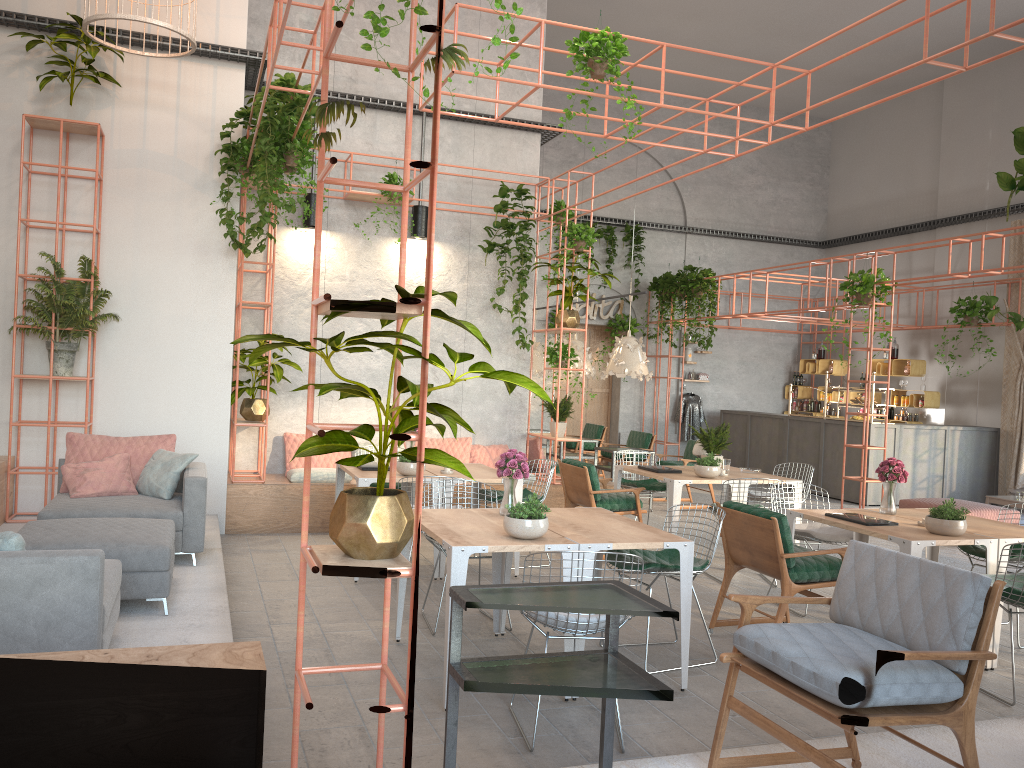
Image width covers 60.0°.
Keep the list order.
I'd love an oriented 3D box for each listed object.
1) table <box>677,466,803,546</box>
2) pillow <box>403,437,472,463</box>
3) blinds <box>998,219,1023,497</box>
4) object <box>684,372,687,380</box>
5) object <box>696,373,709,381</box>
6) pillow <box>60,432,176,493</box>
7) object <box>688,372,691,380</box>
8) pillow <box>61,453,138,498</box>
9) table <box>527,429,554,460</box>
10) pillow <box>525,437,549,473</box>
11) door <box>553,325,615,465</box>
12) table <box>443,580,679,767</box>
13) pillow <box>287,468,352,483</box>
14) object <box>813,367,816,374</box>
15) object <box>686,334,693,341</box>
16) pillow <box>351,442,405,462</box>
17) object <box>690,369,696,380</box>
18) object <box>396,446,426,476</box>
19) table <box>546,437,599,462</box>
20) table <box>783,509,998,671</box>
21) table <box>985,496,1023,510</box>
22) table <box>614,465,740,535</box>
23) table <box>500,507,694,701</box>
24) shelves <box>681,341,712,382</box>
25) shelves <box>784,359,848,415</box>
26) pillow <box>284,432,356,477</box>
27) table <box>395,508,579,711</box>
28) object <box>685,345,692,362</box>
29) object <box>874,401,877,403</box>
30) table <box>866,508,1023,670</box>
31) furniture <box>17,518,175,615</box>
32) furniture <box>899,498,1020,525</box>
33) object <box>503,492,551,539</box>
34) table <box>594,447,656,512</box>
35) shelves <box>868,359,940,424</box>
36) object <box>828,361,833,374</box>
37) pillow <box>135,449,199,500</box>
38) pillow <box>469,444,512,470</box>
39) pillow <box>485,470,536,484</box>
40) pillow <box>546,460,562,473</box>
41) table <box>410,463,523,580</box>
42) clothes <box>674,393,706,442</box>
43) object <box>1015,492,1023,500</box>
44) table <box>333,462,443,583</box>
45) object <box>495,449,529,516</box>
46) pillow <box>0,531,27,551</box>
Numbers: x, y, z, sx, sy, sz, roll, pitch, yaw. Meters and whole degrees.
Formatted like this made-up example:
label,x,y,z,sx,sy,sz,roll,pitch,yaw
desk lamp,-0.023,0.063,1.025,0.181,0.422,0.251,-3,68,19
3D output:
label,x,y,z,sx,sy,sz,roll,pitch,yaw
table,2.209,1.301,8.854,0.694,0.830,1.214,3,1,-20
pillow,-0.891,0.836,10.233,0.839,0.474,0.276,3,1,1
blinds,8.499,-0.326,11.585,0.414,4.389,4.957,3,1,-18
object,3.386,-0.170,17.263,0.055,0.164,0.092,3,1,-1
object,3.734,-0.142,17.374,0.219,0.149,0.129,3,1,-20
pillow,-3.168,0.639,7.164,0.836,0.476,0.273,3,1,-19
object,3.454,-0.160,17.265,0.063,0.151,0.063,2,1,-33
pillow,-3.194,0.706,6.872,0.479,0.317,0.441,2,1,-38
table,0.314,1.184,15.154,0.635,0.798,0.602,3,1,-20
pillow,0.192,0.879,11.288,0.276,0.474,0.839,2,1,-29
door,1.210,0.213,17.351,1.360,2.729,0.551,3,1,-20
table,0.161,1.093,2.791,0.635,0.798,0.602,3,1,-20
pillow,-2.049,0.976,9.424,0.637,0.149,0.491,3,1,-19
object,5.923,-0.267,17.254,0.123,0.142,0.141,3,1,-20
object,3.444,-0.908,17.239,0.133,0.145,0.133,3,1,32
pillow,-1.501,0.857,10.041,0.666,0.385,0.289,2,1,-24
object,3.533,-0.183,17.301,0.081,0.204,0.081,3,1,-19
object,-0.835,0.634,7.331,0.248,0.247,0.254,3,1,-20
table,0.898,1.228,13.500,0.635,0.798,0.602,3,1,-20
table,2.498,1.354,6.000,0.694,0.830,1.205,3,1,-20
table,6.462,1.684,11.108,0.520,0.455,0.916,3,1,-20
table,1.554,1.272,8.618,0.694,0.830,1.205,3,1,-20
table,0.460,1.251,5.333,0.694,0.830,1.214,3,1,-20
shelves,3.605,-0.435,17.303,0.560,0.790,0.186,3,1,-19
shelves,5.976,0.445,17.229,0.328,1.838,1.750,3,1,-20
pillow,-2.111,0.782,9.846,0.839,0.474,0.276,2,1,-29
table,-0.193,1.223,5.097,0.694,0.830,1.205,3,1,-20
object,3.433,-0.604,17.251,0.136,0.336,0.145,3,1,-5
object,5.621,0.267,13.804,0.152,0.058,0.095,2,1,-29
table,3.152,1.382,6.236,0.694,0.830,1.214,3,1,-20
furniture,-2.611,1.107,5.525,0.941,0.446,0.975,3,1,-20
furniture,5.362,1.637,10.676,0.941,0.446,0.976,3,1,-20
object,0.076,0.701,4.754,0.247,0.247,0.252,3,1,-20
table,1.483,1.271,11.846,0.635,0.798,0.602,3,1,-20
shelves,6.615,0.493,15.419,0.328,1.838,1.750,3,1,-20
object,6.111,-0.314,16.917,0.137,0.261,0.137,3,1,16
pillow,-2.750,0.707,6.971,0.495,0.349,0.308,3,1,30
pillow,-0.294,0.910,10.469,0.666,0.385,0.289,2,1,-24
pillow,-0.103,1.061,10.114,0.637,0.149,0.491,3,1,-19
pillow,0.546,1.078,11.532,0.491,0.149,0.637,3,1,-19
table,-0.450,1.184,7.912,0.694,0.830,1.214,3,1,-20
clothes,3.495,0.676,17.295,0.625,0.997,0.366,2,1,-39
object,6.391,1.433,11.136,0.199,0.145,0.156,3,1,-5
table,-1.104,1.155,7.675,0.694,0.830,1.205,3,1,-20
object,0.000,0.607,5.475,0.213,0.414,0.225,2,1,-27
pillow,-2.339,0.788,4.008,0.499,0.324,0.307,3,1,16
